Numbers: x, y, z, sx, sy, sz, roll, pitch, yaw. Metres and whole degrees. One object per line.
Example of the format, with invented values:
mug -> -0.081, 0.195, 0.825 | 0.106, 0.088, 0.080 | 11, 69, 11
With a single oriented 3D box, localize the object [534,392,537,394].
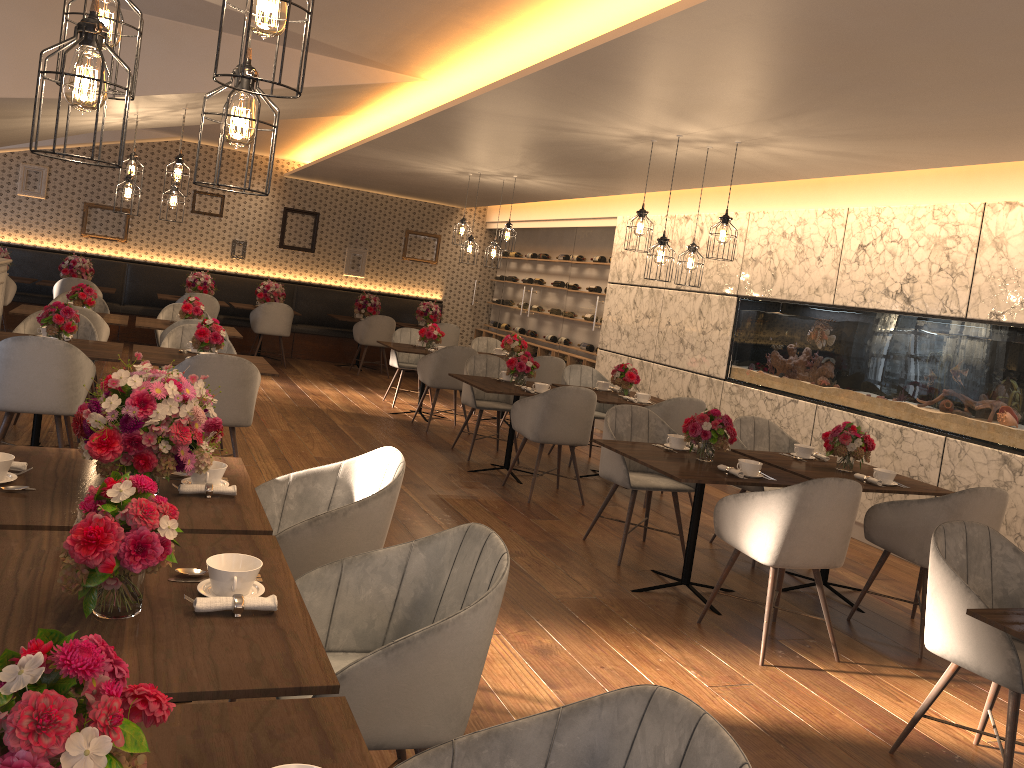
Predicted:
object -> 0.151, 0.049, 6.863 | 0.025, 0.024, 0.194 | 6, 6, -23

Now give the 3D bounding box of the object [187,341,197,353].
object -> -2.246, -0.260, 6.326 | 0.149, 0.072, 0.148 | 12, 7, 34

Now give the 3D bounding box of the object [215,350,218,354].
object -> -2.145, -0.233, 6.371 | 0.056, 0.039, 0.177 | 6, 6, -23

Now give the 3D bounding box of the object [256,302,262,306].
object -> -3.599, -1.150, 12.735 | 0.149, 0.072, 0.148 | 11, 6, 24

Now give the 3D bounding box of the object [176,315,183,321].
object -> -3.132, -0.618, 8.458 | 0.149, 0.072, 0.148 | 12, 7, 34

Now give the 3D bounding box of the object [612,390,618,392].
object -> 0.877, 0.050, 7.813 | 0.025, 0.024, 0.194 | 6, 6, -23

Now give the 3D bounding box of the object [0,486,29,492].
object -> -1.476, 0.296, 2.502 | 0.197, 0.015, 0.043 | 5, 7, -27

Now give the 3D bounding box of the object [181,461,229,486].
object -> -0.990, 0.296, 2.869 | 0.148, 0.072, 0.148 | 10, 6, 19

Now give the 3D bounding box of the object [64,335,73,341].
object -> -3.008, -0.316, 6.001 | 0.056, 0.039, 0.177 | 6, 6, -23

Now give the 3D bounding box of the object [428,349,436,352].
object -> -0.822, -0.342, 9.119 | 0.056, 0.039, 0.177 | 6, 6, -23

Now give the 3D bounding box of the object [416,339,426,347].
object -> -0.981, -0.446, 9.708 | 0.149, 0.072, 0.148 | 14, 8, 44

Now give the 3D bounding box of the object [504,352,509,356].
object -> -0.040, -0.338, 10.113 | 0.056, 0.039, 0.177 | 6, 6, -23

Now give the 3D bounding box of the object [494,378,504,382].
object -> -0.101, -0.032, 7.377 | 0.022, 0.004, 0.212 | 6, 7, -23

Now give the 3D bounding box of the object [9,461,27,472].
object -> -1.579, 0.247, 2.703 | 0.175, 0.039, 0.056 | 6, 6, -23

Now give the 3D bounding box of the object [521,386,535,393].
object -> 0.124, 0.041, 6.841 | 0.056, 0.039, 0.177 | 6, 6, -23

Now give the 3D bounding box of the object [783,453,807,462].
object -> 1.720, 0.447, 5.372 | 0.022, 0.004, 0.212 | 6, 7, -23

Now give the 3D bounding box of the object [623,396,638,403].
object -> 0.963, 0.122, 7.200 | 0.056, 0.039, 0.177 | 6, 6, -23

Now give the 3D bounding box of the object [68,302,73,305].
object -> -3.995, -0.702, 8.089 | 0.149, 0.072, 0.148 | 12, 7, 34

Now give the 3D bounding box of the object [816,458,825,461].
object -> 1.859, 0.448, 5.448 | 0.025, 0.024, 0.194 | 6, 6, -23

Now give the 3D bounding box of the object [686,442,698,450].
object -> 1.048, 0.361, 5.110 | 0.056, 0.039, 0.177 | 6, 6, -23

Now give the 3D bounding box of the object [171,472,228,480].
object -> -1.055, 0.305, 2.966 | 0.197, 0.015, 0.043 | 5, 7, -27

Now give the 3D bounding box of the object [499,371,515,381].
object -> -0.035, -0.063, 7.430 | 0.149, 0.072, 0.148 | 14, 8, 44

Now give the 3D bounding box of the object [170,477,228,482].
object -> -1.049, 0.316, 2.932 | 0.210, 0.004, 0.022 | 6, 7, -23

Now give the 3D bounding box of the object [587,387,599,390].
object -> 0.711, 0.040, 7.732 | 0.043, 0.015, 0.198 | 6, 6, -20

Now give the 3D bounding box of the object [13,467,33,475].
object -> -1.558, 0.260, 2.675 | 0.192, 0.024, 0.025 | 6, 5, -23

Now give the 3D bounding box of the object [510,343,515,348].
object -> 0.003, -0.423, 9.716 | 0.049, 0.052, 0.078 | 7, 5, -13

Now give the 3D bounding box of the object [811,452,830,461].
object -> 1.888, 0.443, 5.470 | 0.056, 0.039, 0.177 | 6, 6, -23

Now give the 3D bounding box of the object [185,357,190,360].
object -> -2.088, -0.156, 5.736 | 0.056, 0.039, 0.177 | 6, 6, -23

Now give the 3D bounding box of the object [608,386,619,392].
object -> 0.906, 0.045, 7.835 | 0.056, 0.039, 0.177 | 6, 6, -23

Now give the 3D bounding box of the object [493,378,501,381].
object -> -0.135, -0.042, 7.369 | 0.042, 0.015, 0.198 | 5, 7, -27

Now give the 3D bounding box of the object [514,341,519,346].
object -> 0.033, -0.449, 9.713 | 0.048, 0.052, 0.077 | 4, 7, -44

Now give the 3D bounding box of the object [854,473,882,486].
object -> 1.945, 0.520, 4.835 | 0.056, 0.039, 0.177 | 6, 6, -23

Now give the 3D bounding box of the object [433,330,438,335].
object -> -0.823, -0.544, 9.379 | 0.077, 0.052, 0.045 | 11, 5, 29

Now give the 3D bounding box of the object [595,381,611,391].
object -> 0.804, 0.018, 7.789 | 0.149, 0.072, 0.148 | 14, 8, 44

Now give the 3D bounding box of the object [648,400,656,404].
object -> 1.161, 0.151, 7.308 | 0.042, 0.015, 0.198 | 5, 7, -27

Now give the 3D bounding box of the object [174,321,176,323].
object -> -3.198, -0.587, 8.406 | 0.022, 0.004, 0.212 | 6, 7, -23

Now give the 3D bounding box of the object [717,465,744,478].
object -> 1.105, 0.439, 4.476 | 0.056, 0.039, 0.177 | 6, 6, -23

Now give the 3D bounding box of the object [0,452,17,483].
object -> -1.533, 0.248, 2.597 | 0.148, 0.072, 0.148 | 10, 6, 19

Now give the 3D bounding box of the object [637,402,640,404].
object -> 0.990, 0.130, 7.223 | 0.025, 0.024, 0.194 | 6, 6, -23

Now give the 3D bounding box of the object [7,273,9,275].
object -> -6.556, -1.419, 11.470 | 0.056, 0.039, 0.177 | 6, 6, -23

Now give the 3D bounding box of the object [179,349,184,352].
object -> -2.346, -0.238, 6.265 | 0.042, 0.015, 0.198 | 5, 7, -27

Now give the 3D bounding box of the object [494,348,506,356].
object -> -0.141, -0.365, 10.068 | 0.149, 0.072, 0.148 | 14, 8, 44

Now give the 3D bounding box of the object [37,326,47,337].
object -> -3.110, -0.343, 5.956 | 0.149, 0.072, 0.148 | 12, 7, 34

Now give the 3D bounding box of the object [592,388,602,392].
object -> 0.738, 0.049, 7.737 | 0.022, 0.004, 0.212 | 6, 7, -23

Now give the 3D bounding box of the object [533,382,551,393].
object -> 0.230, 0.034, 6.885 | 0.149, 0.072, 0.148 | 14, 8, 44

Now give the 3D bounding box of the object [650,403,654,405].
object -> 1.126, 0.152, 7.301 | 0.022, 0.004, 0.212 | 6, 7, -23

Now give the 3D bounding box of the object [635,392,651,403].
object -> 1.069, 0.115, 7.244 | 0.149, 0.072, 0.148 | 14, 8, 44

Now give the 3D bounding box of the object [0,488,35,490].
object -> -1.484, 0.296, 2.538 | 0.210, 0.004, 0.022 | 6, 7, -23

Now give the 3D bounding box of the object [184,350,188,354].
object -> -2.312, -0.228, 6.273 | 0.022, 0.004, 0.212 | 6, 7, -23

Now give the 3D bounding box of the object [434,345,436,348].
object -> -0.879, -0.420, 9.754 | 0.056, 0.039, 0.177 | 6, 6, -23

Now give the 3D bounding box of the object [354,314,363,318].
object -> -2.294, -1.024, 13.294 | 0.149, 0.072, 0.148 | 11, 6, 24

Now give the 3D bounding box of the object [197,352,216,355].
object -> -1.981, -0.162, 5.780 | 0.149, 0.072, 0.148 | 12, 7, 34

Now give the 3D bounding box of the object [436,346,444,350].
object -> -0.716, -0.349, 9.163 | 0.149, 0.072, 0.148 | 14, 8, 44

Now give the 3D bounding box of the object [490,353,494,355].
object -> -0.234, -0.343, 10.010 | 0.043, 0.015, 0.198 | 6, 6, -20

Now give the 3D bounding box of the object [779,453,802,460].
object -> 1.686, 0.437, 5.364 | 0.042, 0.015, 0.198 | 5, 7, -27

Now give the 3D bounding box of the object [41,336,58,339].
object -> -2.845, -0.246, 5.410 | 0.149, 0.072, 0.148 | 12, 7, 34

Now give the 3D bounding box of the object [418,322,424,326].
object -> -1.379, -0.936, 13.686 | 0.148, 0.072, 0.148 | 10, 6, 19
